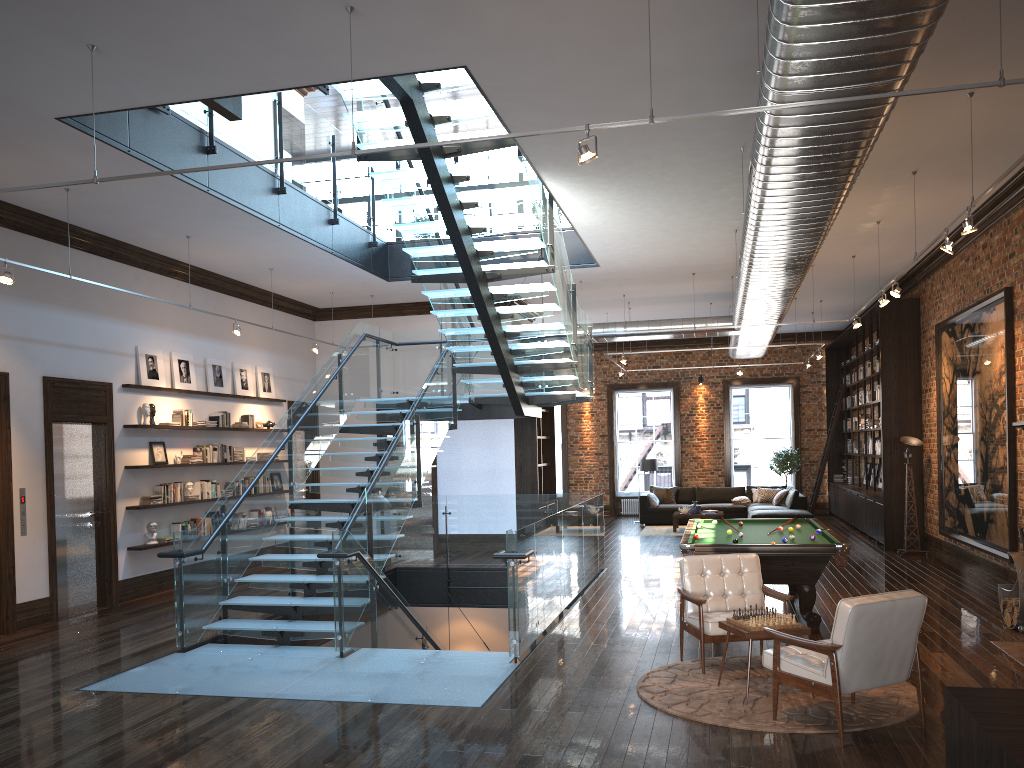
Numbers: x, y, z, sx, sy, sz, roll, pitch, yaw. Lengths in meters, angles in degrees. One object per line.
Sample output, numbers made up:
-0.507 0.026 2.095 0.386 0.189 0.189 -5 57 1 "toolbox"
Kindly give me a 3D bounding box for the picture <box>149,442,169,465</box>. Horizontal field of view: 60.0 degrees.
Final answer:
-4.602 0.901 11.559 0.077 0.300 0.300 -1 -2 13 "picture"

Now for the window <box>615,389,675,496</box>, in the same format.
3.408 1.516 22.675 1.521 2.753 0.155 -2 1 13 "window"

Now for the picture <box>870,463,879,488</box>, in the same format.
7.395 1.869 18.087 0.112 0.498 0.508 -1 -2 13 "picture"

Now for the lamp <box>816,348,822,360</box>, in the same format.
5.888 -0.577 16.985 0.113 0.230 0.114 -1 0 -11 "lamp"

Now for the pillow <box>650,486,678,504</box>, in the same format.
3.453 2.552 20.358 0.701 0.440 0.305 -2 -1 13 "pillow"

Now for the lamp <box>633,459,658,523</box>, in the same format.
3.045 2.460 20.352 0.688 1.466 0.419 -2 0 43 "lamp"

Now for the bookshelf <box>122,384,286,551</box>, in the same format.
-4.222 1.160 12.903 0.200 2.053 4.081 -1 -3 13 "bookshelf"

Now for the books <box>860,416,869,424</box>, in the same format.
7.487 0.830 18.864 0.189 0.287 0.013 -2 1 13 "books"

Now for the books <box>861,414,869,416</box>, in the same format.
7.513 0.809 18.879 0.161 0.331 0.006 -2 1 13 "books"

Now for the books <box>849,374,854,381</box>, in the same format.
7.731 -0.095 20.048 0.190 0.280 0.017 -2 1 13 "books"

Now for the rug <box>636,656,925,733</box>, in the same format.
1.890 2.192 6.384 1.971 0.015 1.973 -3 -4 15 "rug"

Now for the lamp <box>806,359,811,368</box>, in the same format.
6.344 -0.446 18.939 0.114 0.230 0.113 -1 0 -38 "lamp"

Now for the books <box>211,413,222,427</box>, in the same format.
-4.266 0.522 12.800 0.156 0.208 0.022 -2 1 13 "books"

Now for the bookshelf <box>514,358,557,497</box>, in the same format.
0.442 1.201 16.241 0.401 3.516 1.782 -1 0 13 "bookshelf"

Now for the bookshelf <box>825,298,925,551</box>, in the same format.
7.024 0.895 17.660 0.600 3.996 7.418 -1 -3 13 "bookshelf"

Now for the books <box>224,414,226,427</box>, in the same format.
-4.239 0.535 12.949 0.131 0.203 0.014 -2 1 13 "books"

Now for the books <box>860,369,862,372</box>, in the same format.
7.397 -0.187 18.586 0.192 0.267 0.016 -2 1 13 "books"

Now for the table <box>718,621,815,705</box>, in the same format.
1.786 1.950 6.283 0.516 0.495 0.463 -1 -2 -12 "table"

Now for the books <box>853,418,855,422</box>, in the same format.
7.679 0.887 19.698 0.185 0.286 0.036 -2 1 13 "books"

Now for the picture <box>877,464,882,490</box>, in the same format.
7.203 1.814 17.266 0.112 0.498 0.508 -1 -2 13 "picture"

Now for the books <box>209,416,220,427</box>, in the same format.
-4.277 0.542 12.745 0.167 0.161 0.037 -2 0 13 "books"

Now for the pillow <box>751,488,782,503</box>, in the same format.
5.696 2.500 19.797 0.703 0.338 0.270 -2 -1 14 "pillow"

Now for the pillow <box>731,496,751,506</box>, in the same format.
5.089 2.606 19.726 0.409 0.204 0.611 -2 -4 11 "pillow"

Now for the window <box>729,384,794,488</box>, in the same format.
6.193 1.398 22.024 1.521 2.753 0.155 -2 1 13 "window"

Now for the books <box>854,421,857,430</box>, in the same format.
7.571 0.902 19.298 0.236 0.202 0.046 -2 0 13 "books"

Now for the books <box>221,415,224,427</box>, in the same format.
-4.251 0.538 12.823 0.166 0.180 0.028 -2 0 13 "books"

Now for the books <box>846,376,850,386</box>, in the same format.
7.764 -0.067 20.259 0.235 0.252 0.028 -2 1 13 "books"

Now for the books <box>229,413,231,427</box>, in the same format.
-4.217 0.536 13.041 0.163 0.214 0.023 -2 1 13 "books"

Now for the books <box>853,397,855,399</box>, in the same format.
7.745 0.424 19.998 0.166 0.250 0.079 -2 0 13 "books"

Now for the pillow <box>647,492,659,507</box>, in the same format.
3.198 2.609 20.021 0.244 0.305 0.574 -2 -3 14 "pillow"

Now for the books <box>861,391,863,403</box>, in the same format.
7.418 0.297 18.608 0.183 0.314 0.013 -2 1 13 "books"

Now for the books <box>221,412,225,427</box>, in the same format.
-4.249 0.524 12.887 0.155 0.217 0.011 -2 1 13 "books"

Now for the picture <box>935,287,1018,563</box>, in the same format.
5.781 0.553 11.175 0.080 3.000 3.204 -1 -2 13 "picture"

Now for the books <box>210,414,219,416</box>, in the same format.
-4.287 0.533 12.772 0.126 0.184 0.042 -2 0 13 "books"

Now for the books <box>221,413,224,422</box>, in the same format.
-4.260 0.526 12.872 0.154 0.211 0.023 -2 1 13 "books"

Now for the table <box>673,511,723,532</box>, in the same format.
3.871 2.852 18.396 1.001 0.345 1.002 -2 -4 13 "table"

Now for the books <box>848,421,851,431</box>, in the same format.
7.793 0.955 20.252 0.232 0.225 0.024 -2 1 13 "books"

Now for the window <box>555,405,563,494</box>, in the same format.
0.624 1.634 23.325 1.521 2.753 0.155 -2 1 13 "window"

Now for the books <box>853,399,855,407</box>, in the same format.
7.733 0.443 19.980 0.185 0.210 0.069 -2 0 13 "books"

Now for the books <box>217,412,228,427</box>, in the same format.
-4.234 0.525 12.960 0.162 0.226 0.011 -2 1 13 "books"

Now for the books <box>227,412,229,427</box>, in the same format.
-4.224 0.529 12.974 0.167 0.219 0.021 -2 1 13 "books"

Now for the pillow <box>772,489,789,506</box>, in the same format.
5.786 2.455 19.112 0.314 0.355 0.630 -2 -3 13 "pillow"

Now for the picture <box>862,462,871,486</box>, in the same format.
7.617 1.933 19.043 0.112 0.498 0.508 -1 -2 13 "picture"

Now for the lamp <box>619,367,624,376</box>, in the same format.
2.450 -0.281 19.848 0.113 0.230 0.114 -1 0 -36 "lamp"

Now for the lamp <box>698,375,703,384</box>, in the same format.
4.670 -0.110 21.942 0.126 0.237 0.155 -2 -1 13 "lamp"

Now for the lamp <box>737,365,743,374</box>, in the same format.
5.213 -0.318 20.294 0.113 0.230 0.114 -1 0 -18 "lamp"

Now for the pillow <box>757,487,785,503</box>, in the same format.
5.726 2.459 19.605 0.612 0.361 0.288 -2 -1 17 "pillow"

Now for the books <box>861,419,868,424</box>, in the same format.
7.494 0.854 18.810 0.148 0.232 0.036 -2 1 13 "books"

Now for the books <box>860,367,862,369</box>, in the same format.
7.442 -0.204 18.709 0.166 0.315 0.016 -2 1 13 "books"

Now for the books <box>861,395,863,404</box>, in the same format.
7.405 0.340 18.533 0.182 0.218 0.034 -2 1 13 "books"

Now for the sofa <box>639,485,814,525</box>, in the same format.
4.406 2.642 18.816 3.502 0.803 3.455 -2 -4 13 "sofa"

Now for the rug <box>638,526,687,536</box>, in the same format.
3.704 3.023 18.308 2.022 0.003 2.117 -2 -4 13 "rug"
